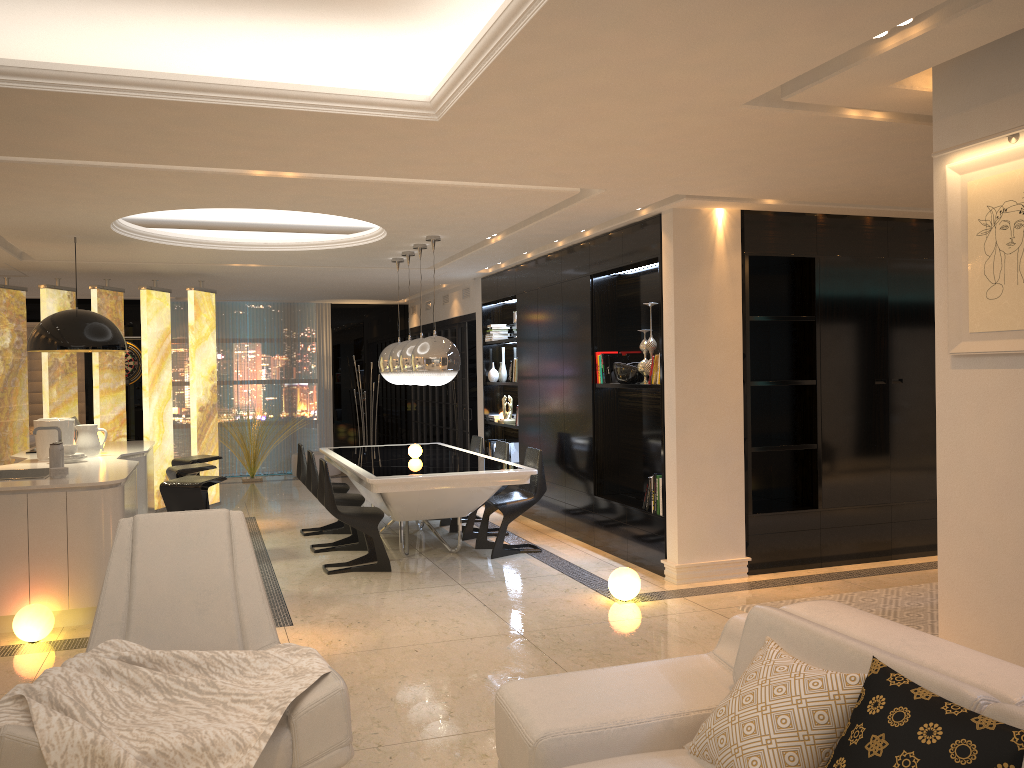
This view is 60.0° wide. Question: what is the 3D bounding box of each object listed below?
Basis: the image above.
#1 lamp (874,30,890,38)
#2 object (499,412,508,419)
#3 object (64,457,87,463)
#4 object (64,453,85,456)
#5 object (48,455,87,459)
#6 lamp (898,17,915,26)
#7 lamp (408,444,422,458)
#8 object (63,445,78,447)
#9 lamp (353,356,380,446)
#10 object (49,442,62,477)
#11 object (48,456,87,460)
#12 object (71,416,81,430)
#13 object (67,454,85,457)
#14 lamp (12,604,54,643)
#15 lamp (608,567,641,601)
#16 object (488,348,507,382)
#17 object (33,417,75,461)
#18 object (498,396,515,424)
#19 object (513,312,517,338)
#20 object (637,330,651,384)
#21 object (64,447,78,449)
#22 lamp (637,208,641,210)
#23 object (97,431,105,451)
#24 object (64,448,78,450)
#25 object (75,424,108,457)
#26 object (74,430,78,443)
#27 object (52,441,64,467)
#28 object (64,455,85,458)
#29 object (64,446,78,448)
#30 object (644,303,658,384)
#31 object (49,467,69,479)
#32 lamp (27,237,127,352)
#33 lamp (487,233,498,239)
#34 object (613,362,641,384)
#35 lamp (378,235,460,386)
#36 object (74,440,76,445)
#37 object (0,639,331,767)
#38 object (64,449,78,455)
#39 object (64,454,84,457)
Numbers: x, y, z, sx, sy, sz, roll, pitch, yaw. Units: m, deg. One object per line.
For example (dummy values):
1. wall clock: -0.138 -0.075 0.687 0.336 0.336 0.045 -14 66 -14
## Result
1. lamp: 1.283 -1.287 3.122 0.107 0.127 0.107 -1 1 -8
2. object: -0.087 0.374 10.116 0.125 0.125 0.125 -1 1 20
3. object: -3.325 0.570 6.642 0.264 0.033 0.264 0 1 40
4. object: -3.326 0.533 6.641 0.229 0.016 0.229 -1 1 11
5. object: -3.325 0.558 6.642 0.264 0.033 0.264 0 1 40
6. lamp: 1.320 -1.286 3.013 0.107 0.127 0.107 -1 1 -8
7. lamp: -0.855 0.592 7.831 0.125 0.125 0.125 -1 1 31
8. object: -3.327 0.484 6.641 0.138 0.051 0.138 -1 1 29
9. lamp: -2.262 0.460 13.829 0.418 1.801 0.200 -1 1 -19
10. object: -2.914 0.482 5.659 0.071 0.219 0.071 -1 1 -28
11. object: -3.325 0.564 6.642 0.264 0.033 0.264 0 1 40
12. object: -4.002 0.397 7.978 0.249 0.212 0.256 -1 1 16
13. object: -3.326 0.542 6.641 0.229 0.016 0.229 -1 1 11
14. lamp: -2.756 1.376 5.110 0.213 0.214 0.212 -1 1 31
15. lamp: 0.735 1.306 5.794 0.212 0.214 0.213 -1 1 20
16. object: -0.176 -0.221 10.303 0.210 0.395 0.180 -1 1 -16
17. object: -3.547 0.423 6.879 0.288 0.330 0.288 -1 1 -2
18. object: -0.052 0.286 9.950 0.177 0.311 0.177 -1 1 -19
19. object: 0.069 -0.645 9.784 0.111 0.301 0.111 -1 1 -23
20. object: 1.037 -0.210 6.897 0.121 0.416 0.121 -1 1 -24
21. object: -3.326 0.502 6.641 0.138 0.051 0.138 -1 1 29
22. lamp: 0.895 -1.323 6.405 0.107 0.127 0.107 -2 1 -38
23. object: -3.475 0.474 7.320 0.213 0.214 0.212 -1 1 31
24. object: -3.326 0.507 6.641 0.138 0.051 0.138 -1 1 29
25. object: -3.386 0.454 7.110 0.183 0.254 0.211 -1 1 33
26. object: -3.994 0.483 7.984 0.266 0.147 0.253 -1 1 24
27. object: -2.949 0.482 5.760 0.071 0.219 0.071 -2 1 -43
28. object: -3.326 0.547 6.641 0.229 0.016 0.229 -1 1 11
29. object: -3.327 0.490 6.641 0.138 0.051 0.138 -1 1 29
30. object: 1.060 -0.306 6.744 0.121 0.612 0.121 -1 1 -24
31. object: -2.855 0.561 5.590 0.111 0.062 0.111 -1 1 2
32. lamp: -3.430 -0.708 6.985 0.710 0.898 0.710 -1 1 -9
33. lamp: -0.195 -1.319 7.590 0.107 0.127 0.271 -1 1 -19
34. object: 0.928 -0.086 7.142 0.193 0.177 0.375 -1 1 -18
35. lamp: -0.867 -0.601 7.945 0.408 1.226 1.827 -1 1 -19
36. object: -3.653 0.498 7.183 0.211 0.174 0.211 -1 1 28
37. object: -1.298 1.188 2.918 1.347 0.580 0.972 -1 1 18
38. object: -3.326 0.513 6.641 0.138 0.051 0.138 -1 1 29
39. object: -3.326 0.537 6.641 0.229 0.016 0.229 -1 1 11
